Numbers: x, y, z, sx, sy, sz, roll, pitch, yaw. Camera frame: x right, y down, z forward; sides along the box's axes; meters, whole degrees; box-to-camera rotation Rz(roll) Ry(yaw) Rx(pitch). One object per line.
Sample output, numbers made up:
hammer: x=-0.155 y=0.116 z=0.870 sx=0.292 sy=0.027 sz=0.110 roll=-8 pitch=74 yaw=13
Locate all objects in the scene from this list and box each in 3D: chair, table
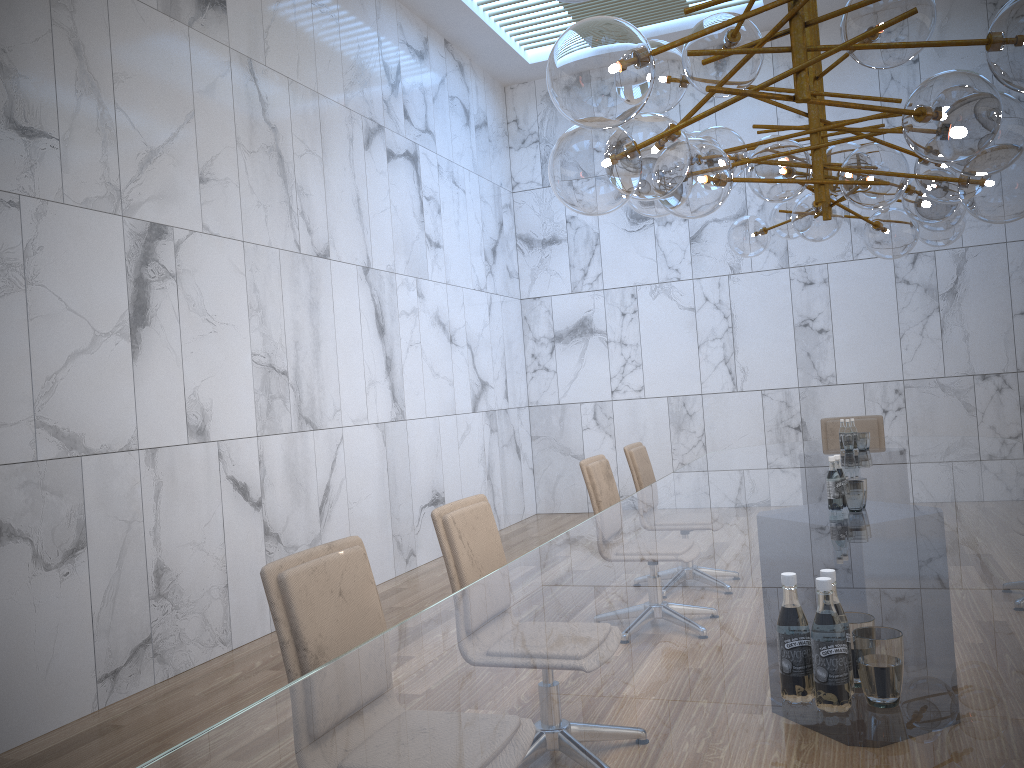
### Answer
chair: x=2.835 y=0.780 z=7.320 sx=0.726 sy=1.000 sz=0.697 roll=-5 pitch=-1 yaw=22
table: x=1.368 y=0.916 z=3.540 sx=2.092 sy=0.835 sz=7.924 roll=-5 pitch=-1 yaw=21
chair: x=0.091 y=0.932 z=3.339 sx=0.697 sy=1.000 sz=0.726 roll=-5 pitch=-1 yaw=21
chair: x=0.762 y=0.905 z=5.059 sx=0.697 sy=1.000 sz=0.726 roll=-5 pitch=-1 yaw=21
chair: x=1.125 y=0.891 z=5.990 sx=0.697 sy=1.000 sz=0.726 roll=-5 pitch=-1 yaw=21
chair: x=-0.268 y=0.947 z=2.418 sx=0.697 sy=1.000 sz=0.726 roll=-5 pitch=-1 yaw=21

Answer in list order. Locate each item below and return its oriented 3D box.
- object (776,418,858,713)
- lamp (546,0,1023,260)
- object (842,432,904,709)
object: x=1.432 y=0.390 z=3.852 sx=0.124 sy=0.213 sz=5.189 roll=-5 pitch=-1 yaw=21
lamp: x=1.112 y=-1.886 z=3.468 sx=1.557 sy=2.716 sz=5.672 roll=-5 pitch=-1 yaw=21
object: x=1.476 y=0.434 z=3.821 sx=0.183 sy=0.117 sz=5.112 roll=-5 pitch=-1 yaw=21
